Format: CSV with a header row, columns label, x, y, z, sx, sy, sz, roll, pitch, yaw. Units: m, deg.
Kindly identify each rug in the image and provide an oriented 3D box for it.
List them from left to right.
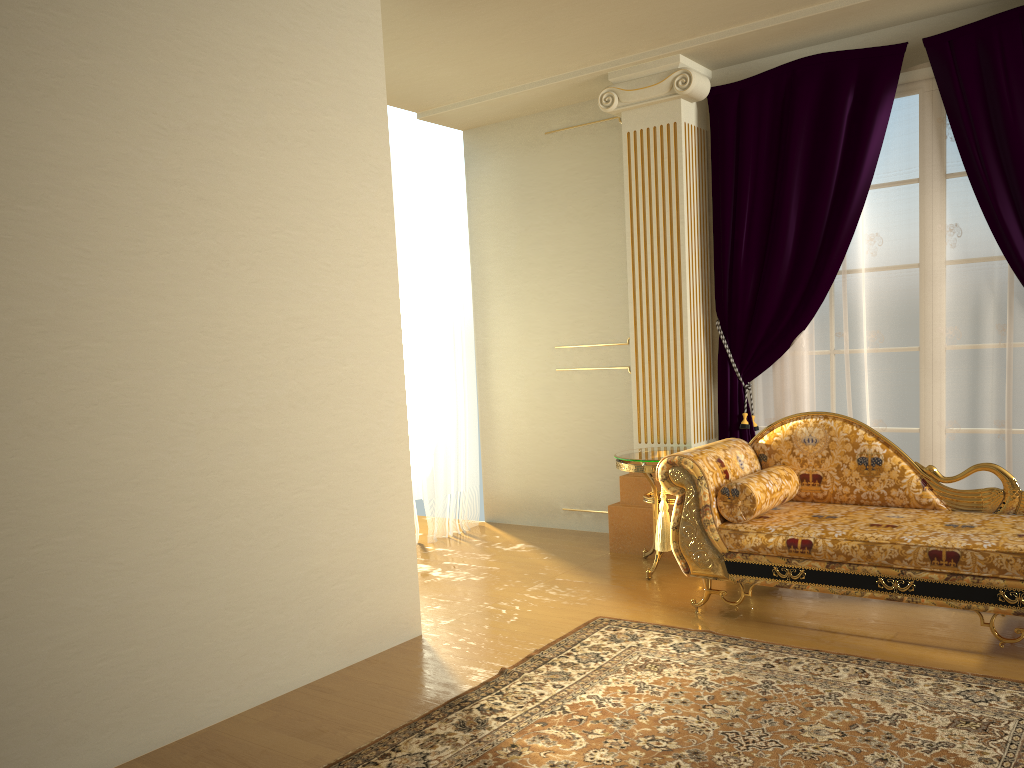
label,x,y,z,sx,sy,sz,roll,pitch,yaw
rug,0.351,1.130,2.192,2.116,0.017,3.062,-1,3,36

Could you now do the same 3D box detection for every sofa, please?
label,x,y,z,sx,sy,sz,roll,pitch,yaw
sofa,1.585,0.575,3.735,1.893,0.877,0.689,-1,5,36

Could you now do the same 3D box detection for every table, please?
label,x,y,z,sx,sy,sz,roll,pitch,yaw
table,0.852,0.690,4.782,0.571,0.647,0.568,-4,5,-9

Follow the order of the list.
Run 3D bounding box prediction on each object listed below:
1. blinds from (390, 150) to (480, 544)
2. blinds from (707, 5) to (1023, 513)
label,x,y,z,sx,sy,sz,roll,pitch,yaw
blinds,-0.869,-0.178,5.341,0.164,2.522,2.154,2,7,39
blinds,2.051,-0.371,4.450,2.234,2.671,0.337,0,7,37
